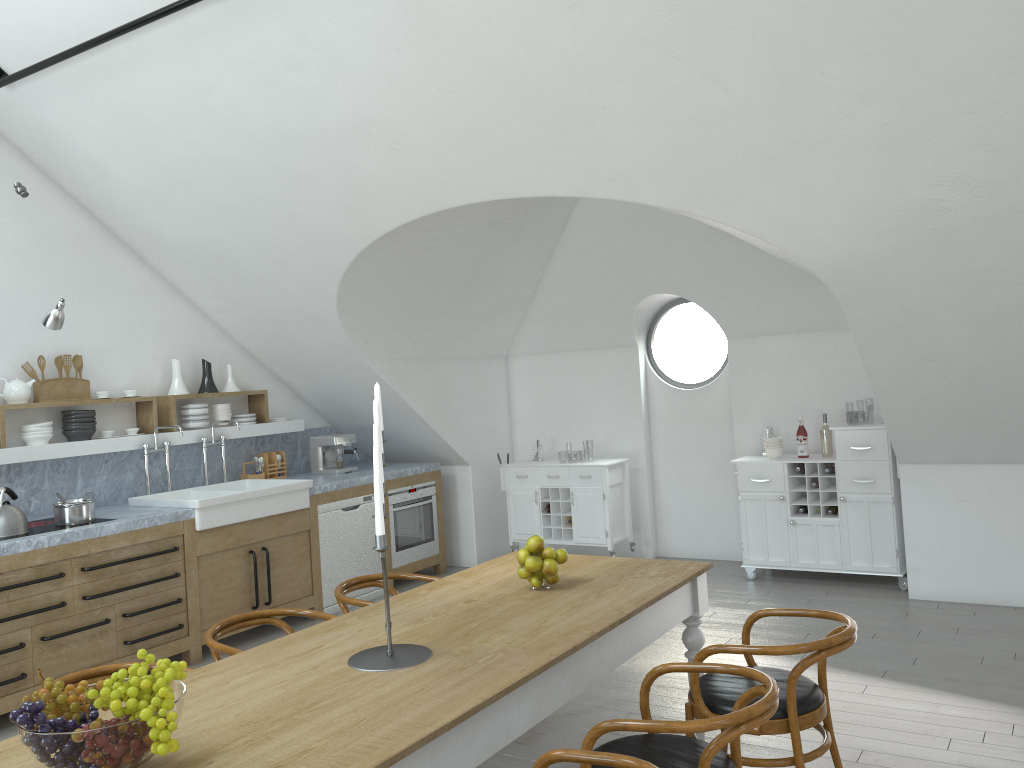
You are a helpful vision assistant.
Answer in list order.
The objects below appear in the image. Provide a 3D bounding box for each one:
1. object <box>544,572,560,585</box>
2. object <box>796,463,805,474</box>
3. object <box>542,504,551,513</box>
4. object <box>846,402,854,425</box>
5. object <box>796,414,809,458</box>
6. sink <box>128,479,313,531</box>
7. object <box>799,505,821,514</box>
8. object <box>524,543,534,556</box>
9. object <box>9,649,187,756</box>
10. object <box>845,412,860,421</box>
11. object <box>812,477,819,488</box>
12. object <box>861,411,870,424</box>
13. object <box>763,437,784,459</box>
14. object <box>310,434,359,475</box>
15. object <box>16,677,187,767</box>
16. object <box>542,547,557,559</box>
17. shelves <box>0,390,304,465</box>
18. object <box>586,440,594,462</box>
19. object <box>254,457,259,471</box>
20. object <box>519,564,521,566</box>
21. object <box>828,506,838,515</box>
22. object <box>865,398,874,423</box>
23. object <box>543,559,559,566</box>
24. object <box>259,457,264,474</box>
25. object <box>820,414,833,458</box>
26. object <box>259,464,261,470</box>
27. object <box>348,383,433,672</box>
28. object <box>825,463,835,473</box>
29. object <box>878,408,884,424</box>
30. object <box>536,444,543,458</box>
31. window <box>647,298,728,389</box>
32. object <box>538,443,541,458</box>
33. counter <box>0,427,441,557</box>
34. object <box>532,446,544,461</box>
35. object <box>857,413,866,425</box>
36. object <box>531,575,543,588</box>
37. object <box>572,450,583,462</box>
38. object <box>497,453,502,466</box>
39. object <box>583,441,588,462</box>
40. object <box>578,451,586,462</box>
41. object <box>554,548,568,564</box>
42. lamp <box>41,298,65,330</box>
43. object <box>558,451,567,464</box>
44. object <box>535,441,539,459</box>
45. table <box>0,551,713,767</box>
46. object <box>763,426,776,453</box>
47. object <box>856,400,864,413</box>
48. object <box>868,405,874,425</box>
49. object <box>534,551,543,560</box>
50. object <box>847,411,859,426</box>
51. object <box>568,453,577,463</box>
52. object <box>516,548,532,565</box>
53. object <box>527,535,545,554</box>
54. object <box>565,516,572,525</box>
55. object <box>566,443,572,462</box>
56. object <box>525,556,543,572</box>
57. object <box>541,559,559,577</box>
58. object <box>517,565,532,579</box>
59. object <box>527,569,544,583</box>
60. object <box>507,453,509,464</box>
[{"bbox_3d":[0.160,0.776,3.569,0.063,0.063,0.064,-4,-1,44],"label":"object"},{"bbox_3d":[2.224,0.632,6.741,0.092,0.094,0.359,-4,0,33],"label":"object"},{"bbox_3d":[0.349,1.073,7.666,0.082,0.085,0.317,-4,0,33],"label":"object"},{"bbox_3d":[2.502,0.221,6.557,0.048,0.169,0.048,-3,-1,-25],"label":"object"},{"bbox_3d":[2.219,0.398,6.780,0.081,0.330,0.081,-4,-2,28],"label":"object"},{"bbox_3d":[-2.008,0.831,6.194,0.726,0.202,1.021,-4,0,32],"label":"sink"},{"bbox_3d":[2.270,0.935,6.720,0.156,0.085,0.331,-4,0,33],"label":"object"},{"bbox_3d":[0.082,0.678,3.649,0.062,0.059,0.062,-4,-1,33],"label":"object"},{"bbox_3d":[-0.932,0.756,2.035,0.394,0.284,0.292,-4,-1,-4],"label":"object"},{"bbox_3d":[2.547,0.256,6.618,0.094,0.093,0.093,-3,-1,-25],"label":"object"},{"bbox_3d":[2.319,0.737,6.690,0.085,0.085,0.331,-4,0,32],"label":"object"},{"bbox_3d":[2.629,0.248,6.578,0.071,0.099,0.071,-4,-1,41],"label":"object"},{"bbox_3d":[2.027,0.496,6.872,0.158,0.160,0.154,-3,-1,-29],"label":"object"},{"bbox_3d":[-1.440,0.589,7.439,0.386,0.320,0.324,-4,-1,32],"label":"object"},{"bbox_3d":[-0.942,0.820,2.059,0.360,0.160,0.360,-4,0,13],"label":"object"},{"bbox_3d":[0.148,0.682,3.548,0.053,0.057,0.058,-3,-1,-43],"label":"object"},{"bbox_3d":[-3.242,-0.185,5.114,0.479,1.362,5.552,-4,0,27],"label":"shelves"},{"bbox_3d":[0.671,0.574,7.590,0.063,0.187,0.063,-4,-1,18],"label":"object"},{"bbox_3d":[-2.031,0.678,7.067,0.040,0.192,0.042,-3,-1,-20],"label":"object"},{"bbox_3d":[0.058,0.725,3.626,0.062,0.059,0.062,-4,-1,37],"label":"object"},{"bbox_3d":[2.413,0.930,6.622,0.081,0.081,0.359,-4,0,30],"label":"object"},{"bbox_3d":[2.677,0.201,6.631,0.063,0.187,0.063,-4,-1,19],"label":"object"},{"bbox_3d":[0.158,0.721,3.621,0.076,0.076,0.077,-4,-1,-1],"label":"object"},{"bbox_3d":[-1.990,0.675,7.041,0.040,0.192,0.042,-3,-2,-21],"label":"object"},{"bbox_3d":[2.367,0.389,6.678,0.085,0.331,0.085,-3,-1,-9],"label":"object"},{"bbox_3d":[-2.006,0.680,7.051,0.023,0.196,0.018,-4,-2,27],"label":"object"},{"bbox_3d":[-0.401,0.424,2.865,0.265,0.876,0.774,-4,-1,7],"label":"object"},{"bbox_3d":[2.394,0.626,6.623,0.087,0.085,0.360,-4,0,32],"label":"object"},{"bbox_3d":[2.700,0.220,6.473,0.046,0.143,0.046,-5,-2,44],"label":"object"},{"bbox_3d":[0.237,0.609,8.022,0.097,0.137,0.029,-4,-2,36],"label":"object"},{"bbox_3d":[1.563,-0.359,7.771,0.899,0.900,0.060,-4,-1,32],"label":"window"},{"bbox_3d":[0.244,0.595,7.997,0.024,0.164,0.039,-2,-2,-45],"label":"object"},{"bbox_3d":[-2.732,0.586,5.404,0.960,0.620,6.579,-4,0,32],"label":"counter"},{"bbox_3d":[0.233,0.629,8.016,0.101,0.138,0.067,-4,-1,32],"label":"object"},{"bbox_3d":[2.564,0.259,6.528,0.077,0.085,0.077,-4,-1,40],"label":"object"},{"bbox_3d":[0.099,0.787,3.535,0.049,0.050,0.051,-4,-1,36],"label":"object"},{"bbox_3d":[0.573,0.627,7.675,0.094,0.093,0.093,-4,-1,20],"label":"object"},{"bbox_3d":[-0.083,0.751,7.929,0.088,0.269,0.029,-4,-1,6],"label":"object"},{"bbox_3d":[0.640,0.580,7.645,0.054,0.179,0.054,-4,-1,10],"label":"object"},{"bbox_3d":[0.602,0.623,7.588,0.071,0.099,0.071,-3,-1,-34],"label":"object"},{"bbox_3d":[0.196,0.696,3.579,0.063,0.063,0.062,-4,-1,-5],"label":"object"},{"bbox_3d":[-2.587,-0.392,5.036,0.168,0.176,0.112,-4,-1,25],"label":"lamp"},{"bbox_3d":[0.434,0.630,7.611,0.082,0.105,0.081,-3,-1,-44],"label":"object"},{"bbox_3d":[0.225,0.594,8.026,0.039,0.175,0.054,-5,-2,32],"label":"object"},{"bbox_3d":[-0.429,1.262,2.697,1.017,0.799,3.350,-4,0,32],"label":"table"},{"bbox_3d":[2.061,0.447,7.116,0.115,0.209,0.065,-4,-2,35],"label":"object"},{"bbox_3d":[2.616,0.209,6.648,0.054,0.179,0.054,-4,-1,27],"label":"object"},{"bbox_3d":[2.628,0.224,6.481,0.046,0.143,0.046,-5,-2,44],"label":"object"},{"bbox_3d":[0.114,0.692,3.607,0.053,0.051,0.052,-4,-1,4],"label":"object"},{"bbox_3d":[2.494,0.254,6.475,0.082,0.105,0.081,-3,-1,-19],"label":"object"},{"bbox_3d":[0.520,0.635,7.599,0.077,0.085,0.077,-4,-1,20],"label":"object"},{"bbox_3d":[0.051,0.696,3.569,0.066,0.071,0.072,-4,-1,2],"label":"object"},{"bbox_3d":[0.097,0.646,3.571,0.072,0.074,0.072,-4,-1,32],"label":"object"},{"bbox_3d":[0.543,1.163,7.588,0.081,0.083,0.317,-4,0,32],"label":"object"},{"bbox_3d":[0.496,0.594,7.662,0.048,0.169,0.048,-4,-1,20],"label":"object"},{"bbox_3d":[0.086,0.711,3.504,0.071,0.064,0.072,-4,-1,26],"label":"object"},{"bbox_3d":[0.149,0.727,3.514,0.071,0.072,0.070,-4,-1,-3],"label":"object"},{"bbox_3d":[0.050,0.751,3.543,0.059,0.056,0.059,-4,-1,27],"label":"object"},{"bbox_3d":[0.095,0.773,3.603,0.080,0.074,0.078,-4,-1,-13],"label":"object"},{"bbox_3d":[-0.036,0.748,7.900,0.029,0.269,0.088,-3,-2,-31],"label":"object"}]
